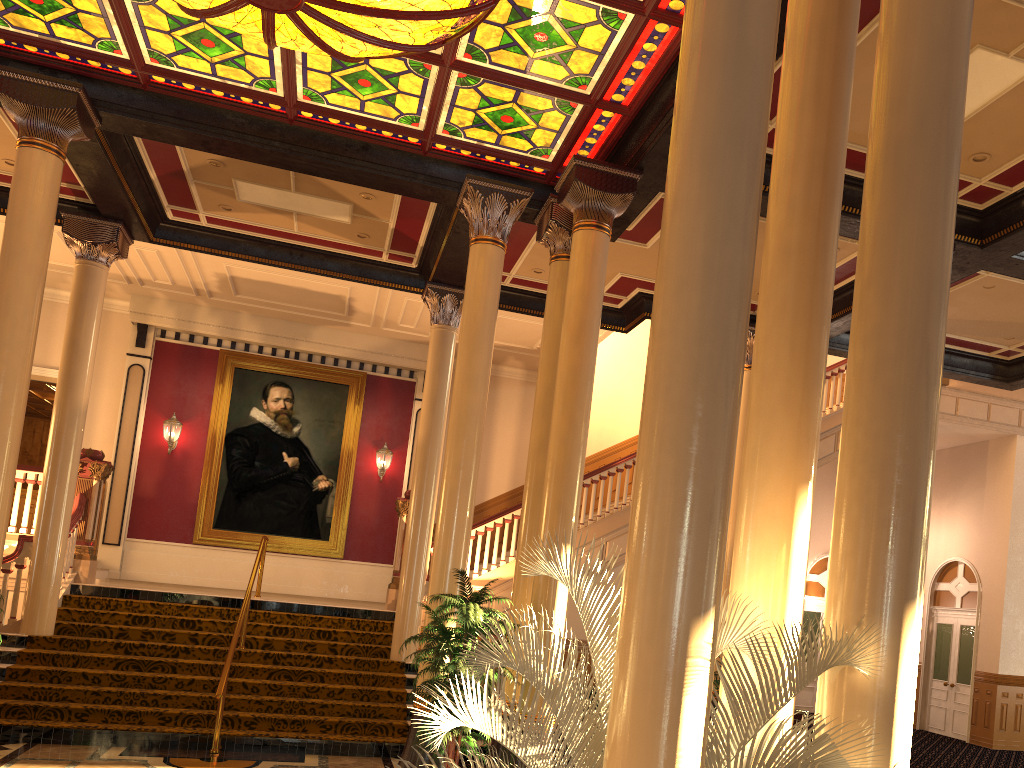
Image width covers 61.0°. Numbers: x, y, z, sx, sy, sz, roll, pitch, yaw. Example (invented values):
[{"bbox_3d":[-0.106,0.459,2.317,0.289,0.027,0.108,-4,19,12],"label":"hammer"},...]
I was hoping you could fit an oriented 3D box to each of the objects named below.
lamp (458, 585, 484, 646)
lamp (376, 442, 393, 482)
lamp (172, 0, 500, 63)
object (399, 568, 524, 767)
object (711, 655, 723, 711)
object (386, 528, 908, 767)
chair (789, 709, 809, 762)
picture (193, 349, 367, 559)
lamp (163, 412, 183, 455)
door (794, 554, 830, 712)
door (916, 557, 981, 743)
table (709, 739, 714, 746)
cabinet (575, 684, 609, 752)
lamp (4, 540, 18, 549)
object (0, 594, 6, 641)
[{"bbox_3d":[-0.768,3.806,12.147,0.576,1.990,0.591,6,-5,4],"label":"lamp"},{"bbox_3d":[-2.353,1.427,15.908,0.326,0.722,0.390,7,-6,-13],"label":"lamp"},{"bbox_3d":[-1.494,-2.758,5.448,3.077,0.595,2.978,9,-13,-15],"label":"lamp"},{"bbox_3d":[-0.462,2.703,7.681,1.035,2.127,1.093,2,-7,35],"label":"object"},{"bbox_3d":[2.867,4.229,11.215,0.967,1.419,1.178,4,-8,15],"label":"object"},{"bbox_3d":[0.239,1.724,3.482,1.887,2.232,2.006,10,-9,-25],"label":"object"},{"bbox_3d":[3.008,4.273,10.245,0.680,0.909,0.656,13,-10,-43],"label":"chair"},{"bbox_3d":[-4.106,1.274,15.550,2.611,3.413,0.054,8,-4,-16],"label":"picture"},{"bbox_3d":[-5.826,0.850,14.903,0.326,0.722,0.390,7,-6,-13],"label":"lamp"},{"bbox_3d":[6.871,5.437,19.010,1.512,3.439,0.198,7,-4,-16],"label":"door"},{"bbox_3d":[8.568,5.110,16.931,0.206,3.438,1.460,7,-5,-11],"label":"door"},{"bbox_3d":[2.310,4.267,9.731,0.464,0.550,0.506,2,-9,26],"label":"table"},{"bbox_3d":[1.432,4.364,11.163,1.286,0.858,0.545,9,-7,-15],"label":"cabinet"},{"bbox_3d":[-6.387,2.871,10.514,0.607,1.990,0.560,9,-5,-32],"label":"lamp"},{"bbox_3d":[-4.473,2.034,6.492,1.122,2.127,1.009,9,-6,-25],"label":"object"}]
